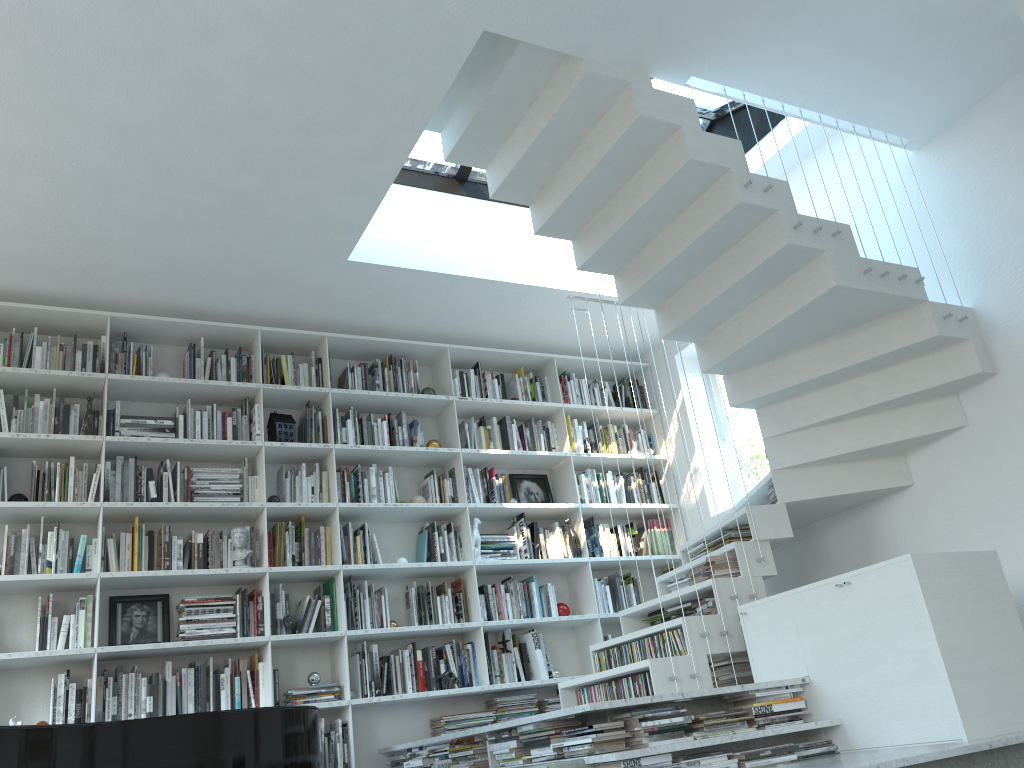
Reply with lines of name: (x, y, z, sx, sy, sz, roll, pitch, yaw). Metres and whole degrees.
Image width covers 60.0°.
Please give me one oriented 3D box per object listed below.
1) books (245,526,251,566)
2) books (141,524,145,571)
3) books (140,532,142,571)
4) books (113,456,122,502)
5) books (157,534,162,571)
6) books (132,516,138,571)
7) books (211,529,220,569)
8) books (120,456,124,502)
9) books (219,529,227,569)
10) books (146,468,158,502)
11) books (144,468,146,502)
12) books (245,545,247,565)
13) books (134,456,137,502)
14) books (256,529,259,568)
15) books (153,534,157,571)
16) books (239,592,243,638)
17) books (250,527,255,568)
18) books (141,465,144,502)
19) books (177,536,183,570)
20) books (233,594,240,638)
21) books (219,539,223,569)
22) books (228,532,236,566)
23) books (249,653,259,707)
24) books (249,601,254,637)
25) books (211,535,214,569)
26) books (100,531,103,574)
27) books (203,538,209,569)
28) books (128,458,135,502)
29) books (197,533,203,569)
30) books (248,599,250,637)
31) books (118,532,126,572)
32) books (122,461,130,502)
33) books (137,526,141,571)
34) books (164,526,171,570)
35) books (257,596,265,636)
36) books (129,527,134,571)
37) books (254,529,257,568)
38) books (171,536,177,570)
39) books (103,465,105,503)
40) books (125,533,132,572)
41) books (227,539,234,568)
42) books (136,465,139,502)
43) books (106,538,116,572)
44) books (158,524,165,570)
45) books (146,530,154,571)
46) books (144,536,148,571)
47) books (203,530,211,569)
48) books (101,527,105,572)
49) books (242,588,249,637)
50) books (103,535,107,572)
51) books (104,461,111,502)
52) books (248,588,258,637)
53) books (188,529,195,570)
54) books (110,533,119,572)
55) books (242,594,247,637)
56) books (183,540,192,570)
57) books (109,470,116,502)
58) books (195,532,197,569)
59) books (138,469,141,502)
books: (-1.517, 0.963, 5.059, 0.025, 0.278, 0.108, 4, -25, -28)
books: (-1.997, 0.915, 4.778, 0.010, 0.279, 0.171, 4, -25, -28)
books: (-2.012, 0.938, 4.781, 0.010, 0.243, 0.150, 4, -25, -28)
books: (-2.167, 0.566, 4.862, 0.026, 0.296, 0.180, 4, -25, -28)
books: (-1.929, 0.948, 4.821, 0.025, 0.235, 0.137, 4, -25, -28)
books: (-2.026, 0.891, 4.756, 0.014, 0.316, 0.188, 4, -25, -28)
books: (-1.663, 0.953, 4.958, 0.025, 0.257, 0.151, 4, -25, -28)
books: (-2.159, 0.567, 4.889, 0.014, 0.311, 0.134, 4, -25, -28)
books: (-1.627, 0.960, 4.988, 0.024, 0.258, 0.127, 4, -25, -28)
books: (-2.007, 0.603, 4.930, 0.066, 0.235, 0.154, 4, -25, -28)
books: (-2.045, 0.602, 4.917, 0.011, 0.238, 0.148, 4, -25, -28)
books: (-1.533, 0.966, 5.035, 0.025, 0.258, 0.131, 4, -25, -28)
books: (-2.092, 0.571, 4.905, 0.011, 0.299, 0.180, 4, -25, -28)
books: (-1.471, 0.974, 5.082, 0.023, 0.263, 0.107, 4, -25, -28)
books: (-1.942, 0.947, 4.805, 0.012, 0.227, 0.170, 4, -25, -28)
books: (-1.507, 1.296, 4.878, 0.011, 0.259, 0.185, 4, -25, -28)
books: (-1.491, 0.963, 5.052, 0.014, 0.265, 0.154, 4, -25, -28)
books: (-2.056, 0.596, 4.912, 0.014, 0.249, 0.173, 4, -25, -28)
books: (-1.834, 0.962, 4.860, 0.030, 0.214, 0.169, 4, -25, -28)
books: (-1.518, 1.300, 4.874, 0.012, 0.253, 0.161, 4, -25, -28)
books: (-1.646, 0.985, 4.972, 0.022, 0.206, 0.114, 4, -25, -28)
books: (-1.583, 0.965, 5.019, 0.014, 0.262, 0.135, 4, -25, -28)
books: (-1.395, 1.623, 4.797, 0.011, 0.299, 0.150, 4, -25, -28)
books: (-1.455, 1.326, 4.912, 0.021, 0.216, 0.132, 4, -25, -28)
books: (-1.691, 0.972, 4.956, 0.025, 0.229, 0.143, 4, -25, -28)
books: (-2.183, 0.922, 4.693, 0.012, 0.253, 0.161, 4, -25, -28)
books: (-1.712, 0.973, 4.912, 0.029, 0.199, 0.179, 4, -25, -28)
books: (-2.113, 0.575, 4.901, 0.029, 0.294, 0.151, 4, -25, -28)
books: (-1.738, 0.959, 4.901, 0.029, 0.223, 0.186, 4, -25, -28)
books: (-1.472, 1.319, 4.909, 0.013, 0.231, 0.134, 4, -25, -28)
books: (-2.090, 0.933, 4.745, 0.026, 0.247, 0.139, 4, -25, -28)
books: (-2.127, 0.580, 4.869, 0.025, 0.265, 0.186, 4, -25, -28)
books: (-2.010, 0.914, 4.753, 0.015, 0.265, 0.190, 4, -25, -28)
books: (-1.887, 0.927, 4.828, 0.028, 0.266, 0.190, 4, -25, -28)
books: (-1.410, 1.312, 4.910, 0.034, 0.228, 0.200, 4, -25, -28)
books: (-2.054, 0.923, 4.779, 0.010, 0.282, 0.137, 4, -25, -28)
books: (-1.484, 0.972, 5.067, 0.014, 0.260, 0.137, 4, -25, -28)
books: (-1.857, 0.959, 4.847, 0.024, 0.215, 0.176, 4, -25, -28)
books: (-2.233, 0.586, 4.830, 0.012, 0.253, 0.161, 4, -25, -28)
books: (-2.063, 0.936, 4.752, 0.029, 0.239, 0.156, 4, -25, -28)
books: (-1.596, 0.988, 4.989, 0.035, 0.200, 0.150, 4, -25, -28)
books: (-2.081, 0.595, 4.903, 0.011, 0.251, 0.153, 4, -25, -28)
books: (-2.125, 0.939, 4.696, 0.053, 0.208, 0.156, 4, -25, -28)
books: (-1.913, 0.924, 4.833, 0.013, 0.282, 0.177, 4, -25, -28)
books: (-1.971, 0.940, 4.817, 0.028, 0.258, 0.135, 4, -25, -28)
books: (-1.989, 0.950, 4.795, 0.024, 0.227, 0.148, 4, -25, -28)
books: (-1.692, 0.950, 4.921, 0.012, 0.244, 0.186, 4, -25, -28)
books: (-2.179, 0.914, 4.711, 0.010, 0.280, 0.140, 4, -25, -28)
books: (-1.483, 1.290, 4.908, 0.011, 0.287, 0.152, 4, -25, -28)
books: (-2.166, 0.935, 4.706, 0.011, 0.234, 0.142, 4, -25, -28)
books: (-2.213, 0.577, 4.833, 0.026, 0.266, 0.171, 4, -25, -28)
books: (-1.438, 1.292, 4.917, 0.011, 0.278, 0.186, 4, -25, -28)
books: (-1.775, 0.948, 4.905, 0.014, 0.257, 0.162, 4, -25, -28)
books: (-2.116, 0.930, 4.720, 0.042, 0.241, 0.163, 4, -25, -28)
books: (-1.491, 1.304, 4.897, 0.013, 0.255, 0.163, 4, -25, -28)
books: (-1.803, 0.977, 4.886, 0.050, 0.198, 0.146, 4, -25, -28)
books: (-2.194, 0.602, 4.851, 0.027, 0.227, 0.148, 4, -25, -28)
books: (-1.761, 0.958, 4.902, 0.010, 0.233, 0.175, 4, -25, -28)
books: (-2.069, 0.604, 4.906, 0.014, 0.232, 0.147, 4, -25, -28)
